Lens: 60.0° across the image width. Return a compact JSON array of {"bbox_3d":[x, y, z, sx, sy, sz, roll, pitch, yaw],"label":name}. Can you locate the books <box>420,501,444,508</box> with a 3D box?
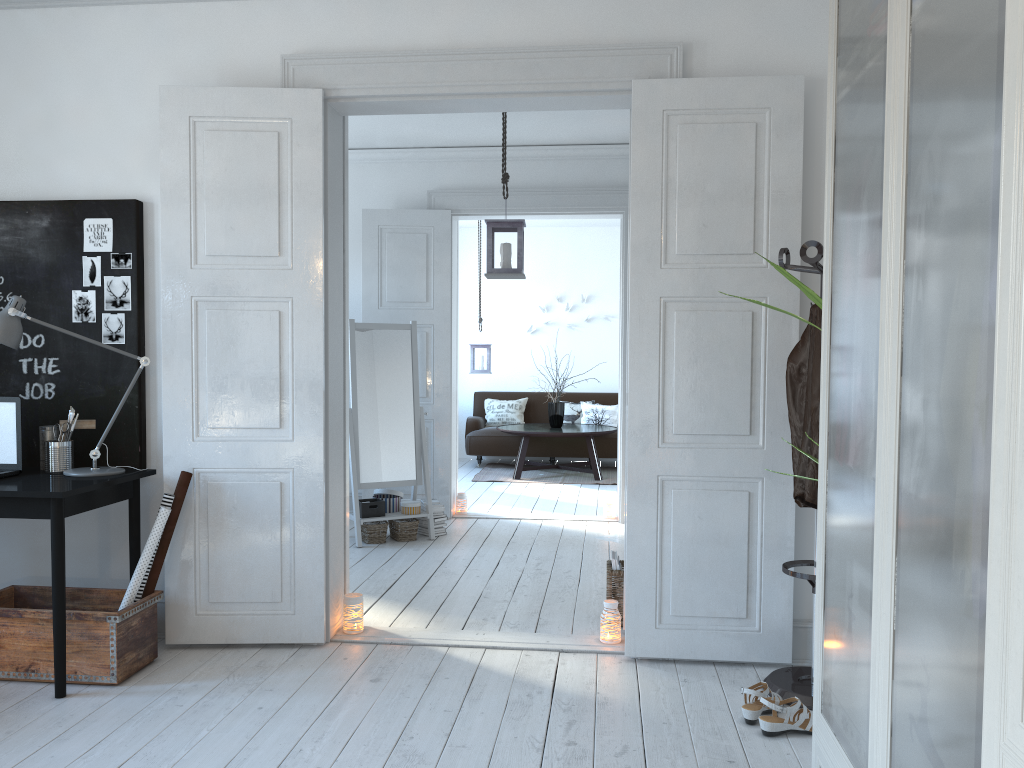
[{"bbox_3d":[-0.567,0.841,6.210,0.132,0.017,0.186,0,2,-21],"label":"books"}]

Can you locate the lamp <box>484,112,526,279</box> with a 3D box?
[{"bbox_3d":[-0.032,-1.500,5.110,0.228,1.763,0.228,1,3,3],"label":"lamp"}]

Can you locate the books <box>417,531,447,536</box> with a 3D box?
[{"bbox_3d":[-0.565,1.044,6.227,0.178,0.016,0.128,2,2,44],"label":"books"}]

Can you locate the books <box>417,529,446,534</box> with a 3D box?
[{"bbox_3d":[-0.570,1.026,6.225,0.128,0.016,0.176,-1,2,-43],"label":"books"}]

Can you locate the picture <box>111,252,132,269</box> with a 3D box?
[{"bbox_3d":[-1.680,-0.532,3.812,0.095,0.071,0.001,1,3,6],"label":"picture"}]

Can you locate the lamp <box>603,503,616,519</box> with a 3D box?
[{"bbox_3d":[0.752,0.980,6.836,0.093,0.110,0.093,1,3,23],"label":"lamp"}]

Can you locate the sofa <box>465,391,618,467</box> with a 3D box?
[{"bbox_3d":[0.575,0.519,10.220,2.165,0.825,0.968,1,2,6],"label":"sofa"}]

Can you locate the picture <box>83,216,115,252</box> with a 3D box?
[{"bbox_3d":[-1.780,-0.647,3.817,0.147,0.154,0.004,1,3,6],"label":"picture"}]

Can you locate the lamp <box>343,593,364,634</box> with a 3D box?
[{"bbox_3d":[-0.709,1.026,3.962,0.089,0.166,0.089,0,3,-1],"label":"lamp"}]

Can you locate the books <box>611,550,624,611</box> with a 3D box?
[{"bbox_3d":[0.569,0.957,4.199,0.201,0.300,0.179,1,2,6],"label":"books"}]

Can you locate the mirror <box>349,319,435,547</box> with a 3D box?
[{"bbox_3d":[-0.857,0.308,6.036,0.610,1.490,0.416,-1,3,-29],"label":"mirror"}]

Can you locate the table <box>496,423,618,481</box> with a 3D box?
[{"bbox_3d":[0.482,0.714,9.445,1.300,0.503,1.299,0,2,-4],"label":"table"}]

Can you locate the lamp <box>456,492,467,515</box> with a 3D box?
[{"bbox_3d":[-0.396,0.940,6.969,0.089,0.166,0.089,1,3,5],"label":"lamp"}]

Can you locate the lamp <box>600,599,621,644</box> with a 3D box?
[{"bbox_3d":[0.429,1.032,3.851,0.093,0.180,0.092,0,3,-11],"label":"lamp"}]

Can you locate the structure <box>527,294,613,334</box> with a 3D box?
[{"bbox_3d":[0.692,-0.836,10.610,1.025,0.478,0.085,1,3,6],"label":"structure"}]

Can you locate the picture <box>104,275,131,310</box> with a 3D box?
[{"bbox_3d":[-1.700,-0.394,3.820,0.121,0.153,0.002,1,3,6],"label":"picture"}]

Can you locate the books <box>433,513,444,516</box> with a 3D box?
[{"bbox_3d":[-0.569,0.901,6.219,0.128,0.016,0.176,-1,2,-27],"label":"books"}]

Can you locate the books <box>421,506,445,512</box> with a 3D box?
[{"bbox_3d":[-0.562,0.863,6.207,0.128,0.026,0.200,0,2,-22],"label":"books"}]

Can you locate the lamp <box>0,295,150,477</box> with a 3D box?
[{"bbox_3d":[-1.789,0.010,3.575,0.617,0.716,0.230,-1,3,-23],"label":"lamp"}]

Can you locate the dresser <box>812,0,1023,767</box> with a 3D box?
[{"bbox_3d":[0.916,0.114,1.263,0.630,2.165,1.431,1,2,6],"label":"dresser"}]

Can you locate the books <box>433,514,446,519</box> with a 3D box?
[{"bbox_3d":[-0.564,0.918,6.221,0.128,0.016,0.178,-1,2,-41],"label":"books"}]

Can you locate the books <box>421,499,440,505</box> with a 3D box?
[{"bbox_3d":[-0.574,0.825,6.223,0.111,0.014,0.156,0,2,-14],"label":"books"}]

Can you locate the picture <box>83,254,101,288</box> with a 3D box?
[{"bbox_3d":[-1.814,-0.487,3.829,0.083,0.146,0.002,1,3,6],"label":"picture"}]

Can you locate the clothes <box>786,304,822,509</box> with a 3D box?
[{"bbox_3d":[1.113,0.084,3.193,0.237,0.771,0.211,3,3,39],"label":"clothes"}]

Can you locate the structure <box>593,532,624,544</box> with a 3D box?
[{"bbox_3d":[1.304,-0.263,6.159,1.247,2.830,0.800,-2,3,-39],"label":"structure"}]

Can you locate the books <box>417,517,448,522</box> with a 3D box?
[{"bbox_3d":[-0.565,0.938,6.213,0.193,0.022,0.128,2,2,39],"label":"books"}]

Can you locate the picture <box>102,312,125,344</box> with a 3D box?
[{"bbox_3d":[-1.721,-0.241,3.830,0.103,0.136,0.001,1,3,6],"label":"picture"}]

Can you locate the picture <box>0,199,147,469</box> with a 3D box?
[{"bbox_3d":[-2.081,-0.213,3.901,0.953,1.173,0.063,1,3,6],"label":"picture"}]

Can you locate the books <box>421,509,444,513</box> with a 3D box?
[{"bbox_3d":[-0.569,0.884,6.215,0.128,0.016,0.180,0,2,-23],"label":"books"}]

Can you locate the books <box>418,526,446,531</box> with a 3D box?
[{"bbox_3d":[-0.570,1.010,6.221,0.128,0.016,0.180,-1,2,-39],"label":"books"}]

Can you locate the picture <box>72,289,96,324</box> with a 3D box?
[{"bbox_3d":[-1.853,-0.335,3.839,0.107,0.150,0.001,1,3,6],"label":"picture"}]

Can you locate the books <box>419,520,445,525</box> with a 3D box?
[{"bbox_3d":[-0.577,0.961,6.223,0.167,0.022,0.128,2,2,40],"label":"books"}]

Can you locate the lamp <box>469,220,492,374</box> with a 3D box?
[{"bbox_3d":[-0.332,-0.991,9.484,0.228,1.763,0.228,1,3,3],"label":"lamp"}]

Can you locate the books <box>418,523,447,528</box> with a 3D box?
[{"bbox_3d":[-0.569,0.982,6.219,0.186,0.017,0.132,2,2,43],"label":"books"}]
